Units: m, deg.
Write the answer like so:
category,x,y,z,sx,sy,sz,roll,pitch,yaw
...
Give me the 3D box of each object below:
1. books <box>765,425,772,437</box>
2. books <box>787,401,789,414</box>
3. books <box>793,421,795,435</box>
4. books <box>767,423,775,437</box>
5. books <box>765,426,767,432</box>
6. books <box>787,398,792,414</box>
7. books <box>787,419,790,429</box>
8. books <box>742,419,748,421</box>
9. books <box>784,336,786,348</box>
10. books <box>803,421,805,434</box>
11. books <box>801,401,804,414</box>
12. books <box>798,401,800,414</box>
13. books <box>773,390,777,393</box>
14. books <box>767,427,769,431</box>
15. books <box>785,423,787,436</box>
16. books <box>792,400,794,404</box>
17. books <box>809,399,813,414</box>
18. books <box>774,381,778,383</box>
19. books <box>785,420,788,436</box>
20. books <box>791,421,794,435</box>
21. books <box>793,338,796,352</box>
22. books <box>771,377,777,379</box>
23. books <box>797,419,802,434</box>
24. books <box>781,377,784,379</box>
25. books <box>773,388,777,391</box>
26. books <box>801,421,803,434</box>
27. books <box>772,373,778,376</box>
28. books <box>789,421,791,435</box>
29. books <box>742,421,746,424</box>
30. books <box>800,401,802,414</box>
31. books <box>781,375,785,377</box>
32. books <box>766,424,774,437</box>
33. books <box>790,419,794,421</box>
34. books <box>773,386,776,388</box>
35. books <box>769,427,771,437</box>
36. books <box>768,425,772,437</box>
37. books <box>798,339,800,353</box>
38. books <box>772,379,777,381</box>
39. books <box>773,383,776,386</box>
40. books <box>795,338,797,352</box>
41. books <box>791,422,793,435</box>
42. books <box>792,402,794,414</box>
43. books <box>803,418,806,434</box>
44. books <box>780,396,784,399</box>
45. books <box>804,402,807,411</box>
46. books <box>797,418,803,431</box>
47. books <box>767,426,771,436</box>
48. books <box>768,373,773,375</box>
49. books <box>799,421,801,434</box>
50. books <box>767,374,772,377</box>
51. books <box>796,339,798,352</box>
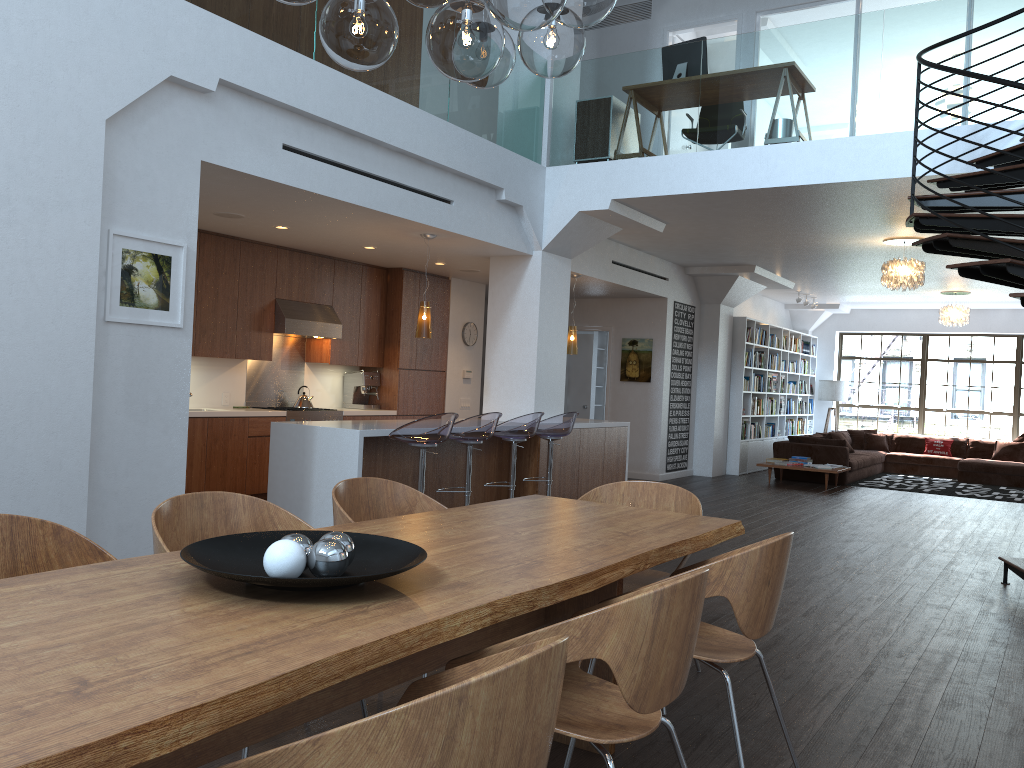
category,x,y,z,sx,sy,sz,roll,pitch,yaw
books,4.320,0.798,15.011,0.139,0.191,0.036,3,0,32
books,4.833,0.416,15.792,0.174,0.243,0.085,3,0,32
books,5.060,0.797,16.195,0.180,0.259,0.060,3,0,32
books,4.437,0.783,15.205,0.140,0.231,0.042,3,0,32
books,4.176,0.795,14.797,0.134,0.184,0.030,3,0,32
books,4.925,0.397,15.960,0.197,0.290,0.136,3,0,32
books,4.891,0.774,15.923,0.176,0.290,0.053,3,0,32
books,3.521,0.546,13.720,0.223,0.027,0.161,3,0,42
books,4.706,-0.716,15.521,0.160,0.251,0.031,3,0,32
books,5.461,0.821,16.841,0.171,0.246,0.057,3,0,32
books,5.383,0.435,16.682,0.183,0.253,0.042,3,0,32
books,5.232,0.429,16.430,0.174,0.251,0.051,3,0,32
books,4.401,0.126,15.114,0.171,0.039,0.246,3,0,32
books,4.240,0.807,14.875,0.120,0.167,0.020,3,0,32
books,4.789,0.803,15.756,0.161,0.223,0.026,3,0,32
books,5.038,0.422,16.129,0.170,0.251,0.118,3,0,32
books,5.766,0.434,17.277,0.176,0.290,0.053,3,0,32
books,4.407,-0.039,15.119,0.183,0.042,0.253,3,0,32
books,4.825,0.774,15.833,0.198,0.284,0.066,3,0,32
books,5.023,0.798,16.121,0.183,0.253,0.034,3,0,32
books,5.033,-0.699,16.032,0.171,0.246,0.057,3,0,32
books,4.408,-0.105,15.156,0.223,0.027,0.161,3,0,22
books,5.320,0.795,16.637,0.198,0.284,0.066,3,0,32
books,4.600,-0.111,15.410,0.223,0.031,0.161,3,0,32
books,4.400,0.087,15.114,0.160,0.039,0.251,3,0,37
books,5.363,0.816,16.683,0.189,0.247,0.057,3,0,32
books,4.428,-0.163,15.130,0.185,0.043,0.129,3,0,-43
books,4.914,0.793,15.959,0.183,0.253,0.034,3,0,32
books,3.524,0.583,13.743,0.174,0.045,0.240,3,0,22
books,5.319,0.436,16.581,0.171,0.246,0.036,3,0,32
books,4.606,-0.140,15.417,0.224,0.030,0.161,3,0,42
books,4.395,0.796,15.131,0.146,0.202,0.027,3,0,32
books,5.034,0.780,16.155,0.176,0.290,0.036,3,0,32
books,4.379,0.046,15.123,0.180,0.042,0.259,3,0,32
books,4.292,0.806,14.962,0.126,0.173,0.032,3,0,32
books,4.333,0.793,15.041,0.146,0.202,0.027,3,0,32
books,5.169,-0.697,16.245,0.183,0.253,0.034,3,0,32
books,4.406,-0.075,15.128,0.161,0.033,0.223,3,0,32
books,4.400,0.003,15.127,0.168,0.045,0.231,3,0,27
books,5.075,-0.701,16.103,0.183,0.253,0.034,3,0,32
books,4.992,0.803,16.093,0.174,0.240,0.045,3,0,32
books,5.012,0.425,16.082,0.174,0.242,0.105,3,0,32
books,5.504,0.800,16.913,0.176,0.290,0.053,3,0,32
books,4.636,0.232,15.492,0.129,0.041,0.185,3,0,-43
books,5.502,0.454,16.872,0.168,0.228,0.139,3,0,32
books,5.406,0.792,16.716,0.140,0.298,0.044,3,0,32
books,4.306,0.804,14.985,0.128,0.178,0.021,3,0,32
books,4.212,-0.175,14.758,0.223,0.027,0.161,3,0,42
books,5.302,0.809,16.579,0.183,0.253,0.037,3,0,32
books,4.215,-0.138,14.781,0.174,0.045,0.240,3,0,32
books,5.097,-0.700,16.129,0.183,0.253,0.034,3,0,32
